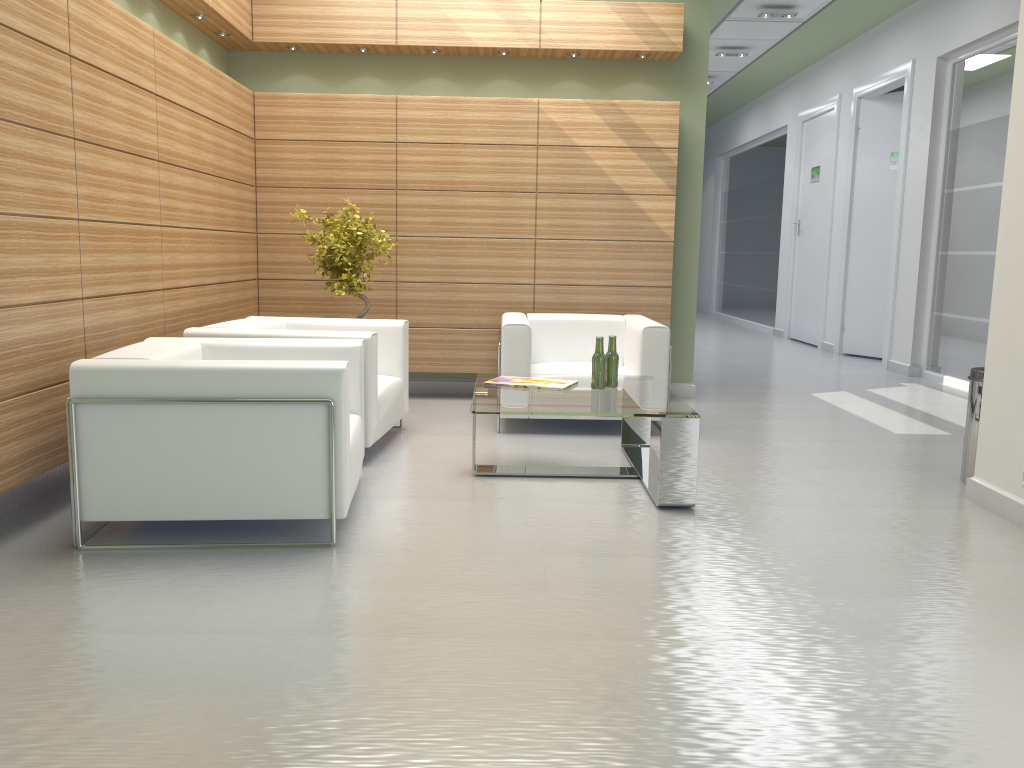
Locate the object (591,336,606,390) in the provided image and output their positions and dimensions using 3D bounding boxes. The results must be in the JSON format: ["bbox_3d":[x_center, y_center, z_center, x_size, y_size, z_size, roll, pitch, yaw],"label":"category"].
[{"bbox_3d":[0.783,-0.189,7.987,0.131,0.475,0.131,-5,10,-36],"label":"object"}]

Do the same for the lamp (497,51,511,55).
[{"bbox_3d":[-0.106,-4.281,11.392,0.181,0.074,0.181,0,8,-6],"label":"lamp"}]

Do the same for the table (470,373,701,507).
[{"bbox_3d":[0.544,0.429,7.944,1.783,0.742,2.197,1,8,-1],"label":"table"}]

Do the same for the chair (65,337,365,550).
[{"bbox_3d":[-2.051,0.342,6.692,1.802,1.234,1.894,0,8,-6],"label":"chair"}]

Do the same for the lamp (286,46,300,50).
[{"bbox_3d":[-2.804,-4.329,11.356,0.181,0.074,0.181,0,8,-6],"label":"lamp"}]

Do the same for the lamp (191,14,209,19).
[{"bbox_3d":[-3.478,-4.124,9.888,0.181,0.074,0.181,-4,10,-29],"label":"lamp"}]

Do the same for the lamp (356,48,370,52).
[{"bbox_3d":[-1.906,-4.313,11.368,0.181,0.074,0.181,0,8,-6],"label":"lamp"}]

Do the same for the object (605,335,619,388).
[{"bbox_3d":[0.911,-0.205,8.108,0.131,0.475,0.131,-5,10,-36],"label":"object"}]

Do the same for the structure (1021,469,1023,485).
[{"bbox_3d":[3.857,0.717,6.571,0.017,0.118,0.262,1,8,-1],"label":"structure"}]

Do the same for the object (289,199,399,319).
[{"bbox_3d":[-2.021,-0.906,10.509,1.201,2.565,1.116,-4,10,-32],"label":"object"}]

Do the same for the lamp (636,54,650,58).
[{"bbox_3d":[1.682,-4.249,11.416,0.181,0.074,0.181,0,8,-6],"label":"lamp"}]

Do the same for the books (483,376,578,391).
[{"bbox_3d":[0.180,-0.010,8.231,0.762,0.025,0.508,4,9,19],"label":"books"}]

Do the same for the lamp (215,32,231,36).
[{"bbox_3d":[-3.487,-4.243,10.688,0.181,0.074,0.181,-2,9,-17],"label":"lamp"}]

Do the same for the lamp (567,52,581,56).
[{"bbox_3d":[0.797,-4.265,11.405,0.181,0.074,0.181,-6,11,-40],"label":"lamp"}]

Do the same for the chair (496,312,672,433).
[{"bbox_3d":[0.779,-0.161,10.455,1.894,1.234,1.802,1,8,-1],"label":"chair"}]

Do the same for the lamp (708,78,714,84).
[{"bbox_3d":[4.676,-7.569,22.073,0.657,0.159,0.286,1,8,-1],"label":"lamp"}]

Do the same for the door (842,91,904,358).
[{"bbox_3d":[7.420,-3.013,17.048,0.134,5.083,2.089,-4,10,-30],"label":"door"}]

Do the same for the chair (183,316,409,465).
[{"bbox_3d":[-2.059,0.000,8.991,1.769,1.234,1.894,2,8,4],"label":"chair"}]

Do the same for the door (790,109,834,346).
[{"bbox_3d":[6.801,-3.494,20.211,0.250,5.083,2.089,1,8,-1],"label":"door"}]

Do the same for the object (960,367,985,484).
[{"bbox_3d":[4.275,0.387,7.876,0.483,1.027,0.482,-4,10,-29],"label":"object"}]

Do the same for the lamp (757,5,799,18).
[{"bbox_3d":[4.743,-6.640,15.820,0.657,0.159,0.286,1,8,-1],"label":"lamp"}]

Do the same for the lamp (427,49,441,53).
[{"bbox_3d":[-0.996,-4.297,11.381,0.181,0.074,0.181,-6,11,-40],"label":"lamp"}]

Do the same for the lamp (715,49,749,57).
[{"bbox_3d":[4.709,-7.109,18.973,0.657,0.159,0.286,1,8,-1],"label":"lamp"}]
